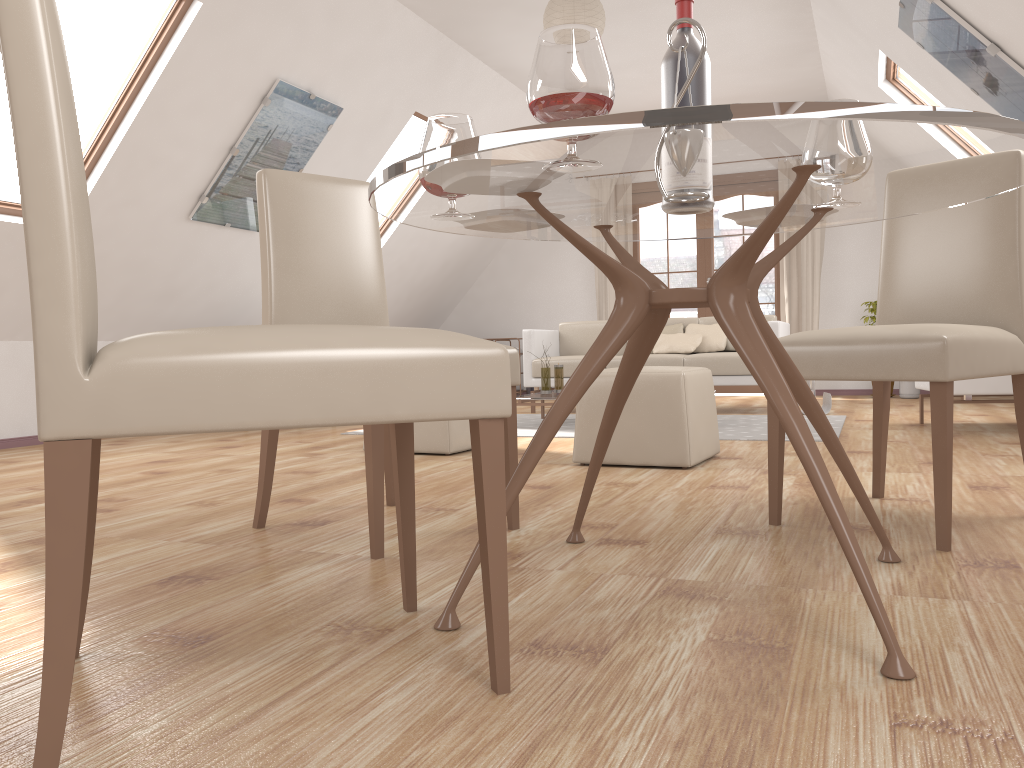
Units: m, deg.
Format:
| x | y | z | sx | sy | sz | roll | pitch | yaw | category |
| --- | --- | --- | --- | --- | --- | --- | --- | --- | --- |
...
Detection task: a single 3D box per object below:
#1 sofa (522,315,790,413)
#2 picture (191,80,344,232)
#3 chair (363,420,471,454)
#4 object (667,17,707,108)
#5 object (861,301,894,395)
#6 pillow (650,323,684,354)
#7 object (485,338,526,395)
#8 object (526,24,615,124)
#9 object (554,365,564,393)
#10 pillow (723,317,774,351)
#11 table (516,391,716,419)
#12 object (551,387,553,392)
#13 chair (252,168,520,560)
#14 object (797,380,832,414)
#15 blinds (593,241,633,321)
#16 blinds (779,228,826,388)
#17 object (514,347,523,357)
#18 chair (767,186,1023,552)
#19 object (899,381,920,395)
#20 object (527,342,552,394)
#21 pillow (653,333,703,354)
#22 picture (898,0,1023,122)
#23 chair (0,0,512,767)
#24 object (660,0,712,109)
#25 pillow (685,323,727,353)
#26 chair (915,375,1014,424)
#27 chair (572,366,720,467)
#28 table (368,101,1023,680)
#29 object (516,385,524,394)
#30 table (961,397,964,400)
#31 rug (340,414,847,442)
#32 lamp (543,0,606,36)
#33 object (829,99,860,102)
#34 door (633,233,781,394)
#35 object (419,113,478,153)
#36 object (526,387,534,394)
| x | y | z | sx | sy | sz | roll | pitch | yaw | category |
| --- | --- | --- | --- | --- | --- | --- | --- | --- | --- |
| 1.100 | -0.154 | 6.742 | 1.880 | 0.706 | 0.820 | -1 | 2 | 22 | sofa |
| -1.499 | -1.369 | 5.482 | 0.683 | 0.738 | 0.650 | -1 | 2 | 22 | picture |
| -0.395 | 0.122 | 4.376 | 0.506 | 0.394 | 0.506 | 0 | 2 | 27 | chair |
| 0.327 | -0.531 | 1.685 | 0.086 | 0.322 | 0.096 | -2 | 2 | -15 | object |
| 3.197 | -0.315 | 7.705 | 0.311 | 0.846 | 0.307 | -1 | 2 | 14 | object |
| 1.143 | -0.348 | 6.828 | 0.351 | 0.235 | 0.185 | 0 | 2 | 26 | pillow |
| -0.255 | -0.155 | 9.029 | 0.854 | 0.608 | 0.417 | -1 | 2 | 22 | object |
| 0.090 | -0.443 | 1.359 | 0.136 | 0.183 | 0.136 | -1 | 2 | 1 | object |
| 0.312 | -0.035 | 5.879 | 0.075 | 0.185 | 0.075 | -3 | 3 | -36 | object |
| 1.731 | -0.385 | 6.534 | 0.269 | 0.276 | 0.424 | -2 | 2 | -18 | pillow |
| 0.628 | 0.159 | 5.575 | 1.173 | 0.190 | 0.730 | -1 | 2 | 22 | table |
| 0.353 | -0.078 | 8.952 | 0.115 | 0.443 | 0.120 | -1 | 2 | 16 | object |
| -0.363 | -0.106 | 2.399 | 0.477 | 0.999 | 0.618 | -3 | 3 | -43 | chair |
| 2.056 | 0.065 | 6.098 | 0.212 | 0.267 | 0.315 | -1 | 2 | 9 | object |
| 1.001 | -0.987 | 8.774 | 0.423 | 2.130 | 0.120 | -1 | 2 | 20 | blinds |
| 2.652 | -1.004 | 8.059 | 0.424 | 2.129 | 0.123 | -1 | 2 | 17 | blinds |
| -0.017 | -0.316 | 8.881 | 0.109 | 0.109 | 0.435 | -1 | 2 | 22 | object |
| 1.039 | -0.137 | 2.332 | 0.618 | 0.999 | 0.477 | -3 | 3 | -40 | chair |
| 3.322 | -0.121 | 7.394 | 0.234 | 0.480 | 0.209 | -2 | 2 | -12 | object |
| 0.210 | -0.116 | 5.795 | 0.184 | 0.359 | 0.123 | -2 | 2 | -26 | object |
| 1.228 | -0.300 | 6.633 | 0.363 | 0.170 | 0.227 | 0 | 2 | 27 | pillow |
| 2.127 | -1.403 | 4.006 | 0.683 | 0.738 | 0.650 | -1 | 2 | 22 | picture |
| -0.378 | -0.066 | 1.302 | 0.618 | 0.999 | 0.477 | -2 | 2 | -23 | chair |
| 0.359 | -0.594 | 1.831 | 0.109 | 0.435 | 0.109 | -1 | 2 | 18 | object |
| 1.457 | -0.350 | 6.695 | 0.351 | 0.225 | 0.196 | 0 | 2 | 27 | pillow |
| 2.646 | -0.117 | 4.710 | 0.820 | 0.706 | 0.748 | -1 | 2 | 12 | chair |
| 0.570 | 0.122 | 3.723 | 0.506 | 0.394 | 0.506 | 0 | 2 | 26 | chair |
| 0.342 | 0.015 | 1.706 | 1.198 | 0.770 | 1.198 | 1 | 3 | 43 | table |
| -0.008 | 0.060 | 8.893 | 0.109 | 0.109 | 0.435 | -1 | 2 | 22 | object |
| 3.907 | -0.076 | 7.084 | 0.730 | 0.390 | 0.773 | -1 | 2 | 20 | table |
| 0.569 | 0.253 | 5.531 | 2.800 | 0.007 | 1.600 | -1 | 2 | 22 | rug |
| 0.336 | -2.066 | 4.821 | 0.340 | 0.497 | 0.340 | -3 | 2 | -28 | lamp |
| 0.657 | -0.473 | 1.797 | 0.136 | 0.183 | 0.136 | -3 | 3 | -41 | object |
| 1.859 | -0.905 | 8.528 | 1.546 | 2.001 | 0.098 | -1 | 2 | 22 | door |
| -0.125 | -0.455 | 1.830 | 0.136 | 0.183 | 0.136 | -1 | 2 | 1 | object |
| 0.196 | -0.068 | 8.790 | 0.115 | 0.443 | 0.120 | -1 | 2 | 16 | object |
